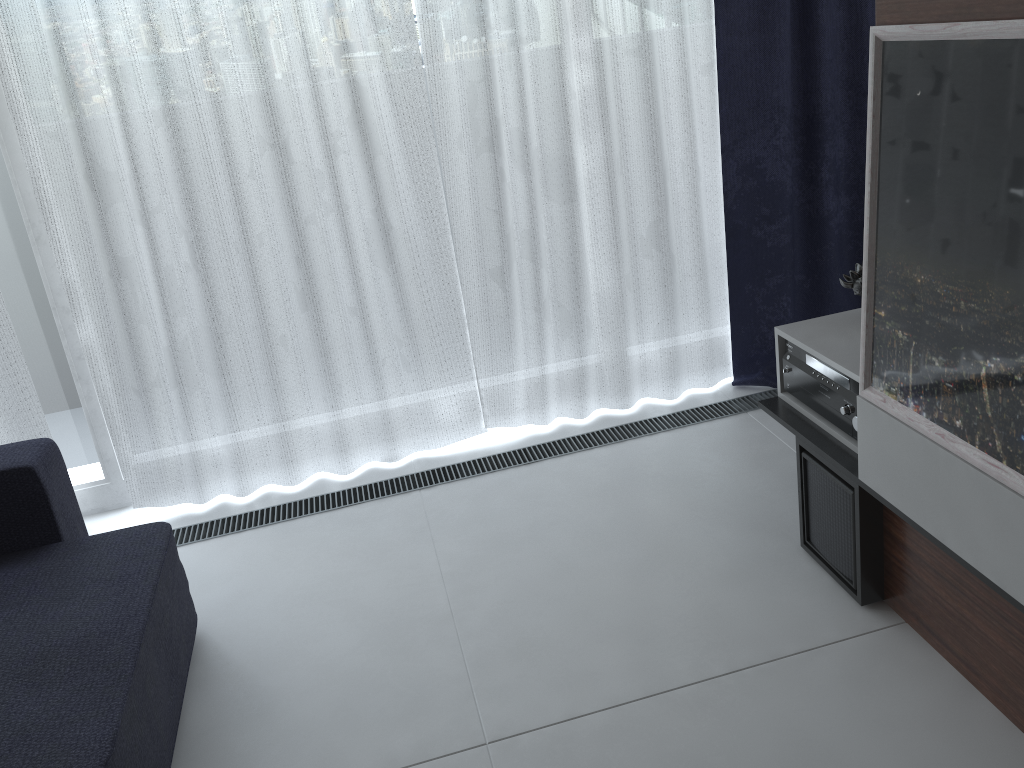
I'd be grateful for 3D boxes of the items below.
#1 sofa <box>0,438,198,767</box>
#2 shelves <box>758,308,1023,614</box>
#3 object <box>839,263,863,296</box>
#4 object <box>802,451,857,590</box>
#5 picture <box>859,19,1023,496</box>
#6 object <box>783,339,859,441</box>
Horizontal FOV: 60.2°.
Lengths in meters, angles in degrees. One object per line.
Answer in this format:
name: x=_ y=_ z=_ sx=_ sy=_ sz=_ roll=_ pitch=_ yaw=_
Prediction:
sofa: x=-1.448 y=0.951 z=0.778 sx=1.904 sy=0.592 sz=2.945 roll=-12 pitch=22 yaw=-9
shelves: x=1.306 y=0.422 z=1.210 sx=0.875 sy=0.486 sz=2.409 roll=-12 pitch=22 yaw=-9
object: x=0.943 y=-0.236 z=2.101 sx=0.312 sy=0.146 sz=0.140 roll=7 pitch=25 yaw=35
object: x=0.831 y=0.279 z=2.007 sx=0.255 sy=0.244 sz=0.218 roll=-12 pitch=20 yaw=-9
picture: x=0.720 y=-0.216 z=1.418 sx=0.053 sy=0.682 sz=0.512 roll=-12 pitch=20 yaw=-9
object: x=0.874 y=-0.015 z=2.033 sx=0.370 sy=0.146 sz=0.379 roll=-12 pitch=22 yaw=-9
